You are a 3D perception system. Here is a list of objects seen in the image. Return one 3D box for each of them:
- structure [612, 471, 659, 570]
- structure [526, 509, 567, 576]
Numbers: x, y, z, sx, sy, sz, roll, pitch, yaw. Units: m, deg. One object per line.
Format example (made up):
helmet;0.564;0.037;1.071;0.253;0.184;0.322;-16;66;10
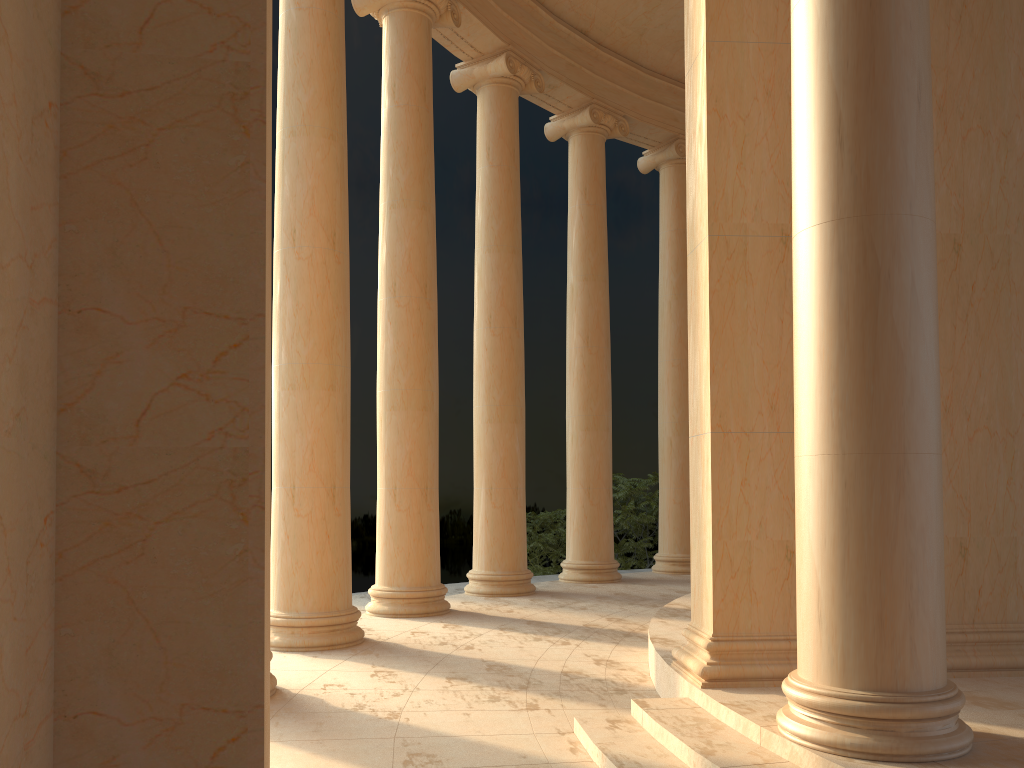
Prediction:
structure;234.455;305.245;1605.136;247.143;298.553;238.569;0;-4;-2
structure;45.862;308.779;1518.714;149.237;187.736;156.256;-1;-4;8
